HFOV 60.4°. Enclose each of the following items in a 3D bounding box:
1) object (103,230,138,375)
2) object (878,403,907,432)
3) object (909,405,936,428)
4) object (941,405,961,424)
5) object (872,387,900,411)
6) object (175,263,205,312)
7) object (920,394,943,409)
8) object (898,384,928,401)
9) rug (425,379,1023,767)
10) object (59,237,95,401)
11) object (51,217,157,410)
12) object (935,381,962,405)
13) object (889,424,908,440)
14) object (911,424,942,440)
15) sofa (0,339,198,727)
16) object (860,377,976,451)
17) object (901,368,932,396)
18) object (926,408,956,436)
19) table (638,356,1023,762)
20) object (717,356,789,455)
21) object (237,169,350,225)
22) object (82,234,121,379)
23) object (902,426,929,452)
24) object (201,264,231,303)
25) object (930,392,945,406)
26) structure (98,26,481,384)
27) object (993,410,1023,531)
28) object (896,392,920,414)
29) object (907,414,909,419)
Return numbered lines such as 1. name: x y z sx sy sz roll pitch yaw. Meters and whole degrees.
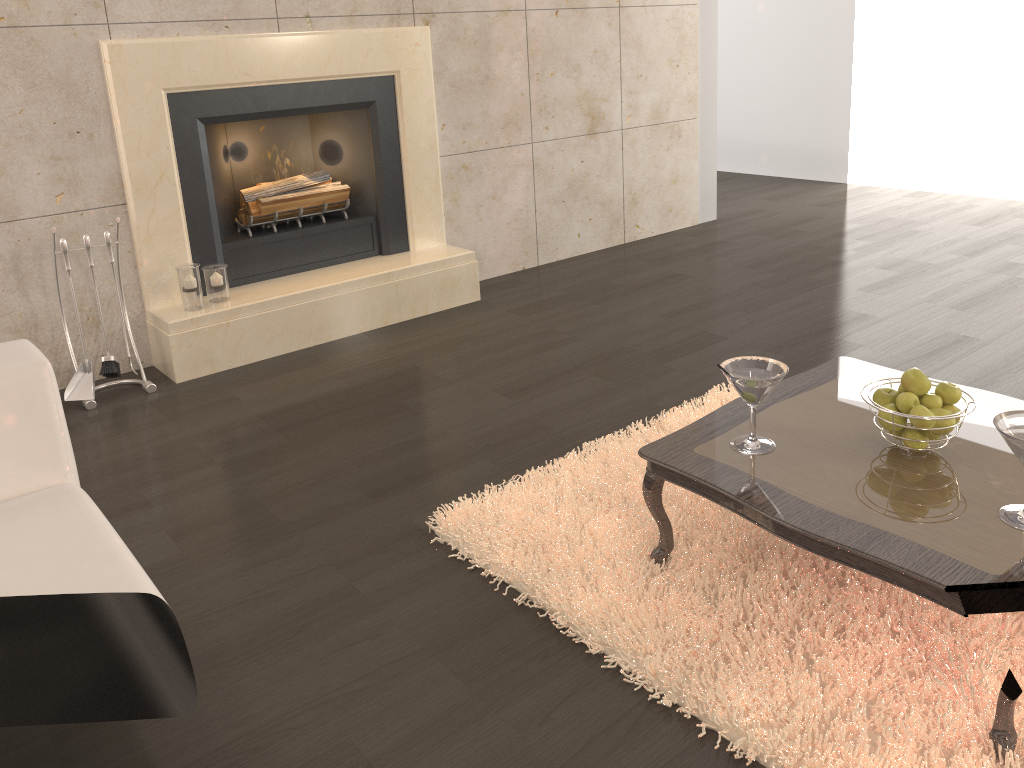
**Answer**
1. object: -1.498 -0.311 3.390 0.027 0.547 0.107 -18 22 -42
2. object: 0.843 0.075 1.952 0.061 0.060 0.063 2 19 16
3. object: 0.881 0.072 1.890 0.053 0.053 0.056 1 19 14
4. object: 0.964 0.069 1.943 0.046 0.044 0.045 14 25 41
5. object: 0.851 0.039 1.999 0.063 0.053 0.062 15 26 43
6. object: -1.318 -0.395 3.613 0.098 0.178 0.102 -2 17 5
7. object: 0.925 0.041 1.944 0.045 0.042 0.047 5 20 22
8. object: 0.912 0.018 2.004 0.062 0.059 0.059 4 20 21
9. rug: 0.929 0.425 2.051 1.533 0.065 2.035 -19 26 -34
10. object: -1.637 -0.242 3.284 0.116 0.584 0.129 -3 16 2
11. object: -1.581 -0.286 3.371 0.267 0.676 0.220 -16 20 -36
12. object: 0.967 0.021 1.952 0.054 0.050 0.054 -17 23 -35
13. object: 0.880 0.105 2.001 0.043 0.042 0.045 -15 22 -32
14. object: 0.935 0.096 1.981 0.067 0.061 0.071 -1 19 7
15. sofa: -0.611 0.660 0.824 0.958 0.630 2.836 -17 25 -34
16. object: 0.901 0.083 1.968 0.233 0.115 0.242 -1 20 7
17. object: 0.897 -0.004 1.955 0.063 0.062 0.063 -17 23 -35
18. object: 0.928 0.081 1.913 0.066 0.064 0.068 3 20 18
19. table: 0.900 0.290 2.015 0.920 0.293 0.930 -19 26 -36
20. object: 0.552 0.040 2.013 0.152 0.210 0.156 6 20 26
21. object: -1.033 -0.892 4.171 0.522 0.205 0.224 -19 24 -35
22. object: -1.576 -0.286 3.367 0.070 0.569 0.140 -7 16 -13
23. object: 0.889 0.121 1.941 0.055 0.053 0.056 -12 21 -25
24. object: -1.247 -0.425 3.725 0.109 0.143 0.110 -15 21 -32
25. object: 0.960 0.046 1.990 0.054 0.050 0.054 -15 22 -31
26. structure: -0.971 -0.913 4.027 1.550 1.298 0.598 -18 22 -36
27. object: 0.982 0.157 1.654 0.153 0.210 0.154 14 24 42
28. object: 0.867 0.042 1.932 0.050 0.048 0.047 -11 20 -22
29. object: 0.896 0.059 2.026 0.052 0.046 0.052 -20 25 -40
